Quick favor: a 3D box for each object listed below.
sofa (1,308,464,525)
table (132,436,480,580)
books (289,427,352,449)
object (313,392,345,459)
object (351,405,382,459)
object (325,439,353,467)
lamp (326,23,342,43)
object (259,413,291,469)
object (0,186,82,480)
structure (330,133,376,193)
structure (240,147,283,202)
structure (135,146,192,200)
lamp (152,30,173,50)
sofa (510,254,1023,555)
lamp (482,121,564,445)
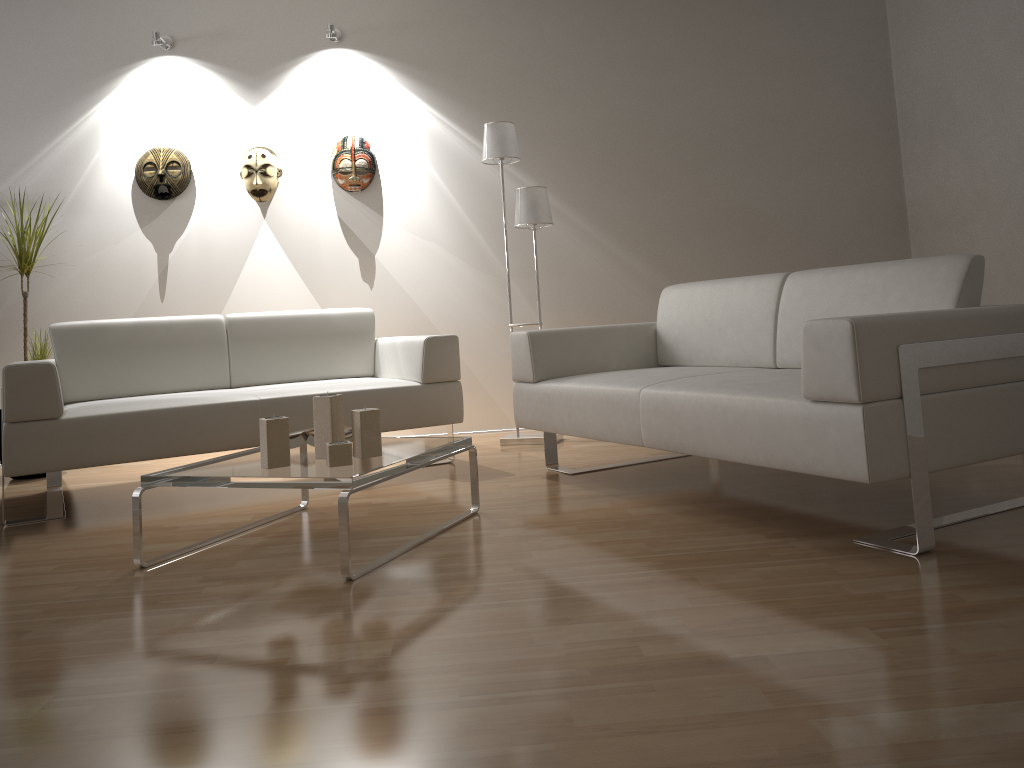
[{"bbox_3d":[-1.210,0.050,3.865,1.787,0.746,0.899,-5,1,-28],"label":"sofa"},{"bbox_3d":[-0.585,0.342,2.677,0.697,0.251,0.796,-2,3,22],"label":"table"},{"bbox_3d":[-0.649,0.174,2.931,0.291,0.056,0.203,-3,3,12],"label":"books"},{"bbox_3d":[-0.547,0.120,2.617,0.067,0.198,0.067,-5,-4,22],"label":"object"},{"bbox_3d":[-0.430,0.138,2.587,0.067,0.153,0.066,-1,-4,-33],"label":"object"},{"bbox_3d":[-0.485,0.189,2.455,0.067,0.075,0.066,-3,-1,-18],"label":"object"},{"bbox_3d":[-1.041,-2.038,5.085,0.080,0.109,0.190,-3,2,-3],"label":"lamp"},{"bbox_3d":[-0.677,0.160,2.498,0.067,0.152,0.066,-1,-4,-33],"label":"object"},{"bbox_3d":[-2.452,-0.278,4.408,0.440,1.489,0.497,-4,-4,10],"label":"object"},{"bbox_3d":[-0.925,-1.287,5.077,0.265,0.358,0.074,-3,-5,-3],"label":"structure"},{"bbox_3d":[-1.449,-1.208,5.013,0.243,0.332,0.128,-3,-4,-2],"label":"structure"},{"bbox_3d":[-2.004,-1.211,5.009,0.317,0.320,0.068,-3,-5,-3],"label":"structure"},{"bbox_3d":[-2.016,-1.974,5.028,0.080,0.109,0.190,-3,2,-3],"label":"lamp"},{"bbox_3d":[0.804,-0.017,3.051,0.909,0.744,1.771,-4,2,-28],"label":"sofa"},{"bbox_3d":[0.056,-0.541,4.556,0.364,1.688,0.207,-5,-5,17],"label":"lamp"}]
